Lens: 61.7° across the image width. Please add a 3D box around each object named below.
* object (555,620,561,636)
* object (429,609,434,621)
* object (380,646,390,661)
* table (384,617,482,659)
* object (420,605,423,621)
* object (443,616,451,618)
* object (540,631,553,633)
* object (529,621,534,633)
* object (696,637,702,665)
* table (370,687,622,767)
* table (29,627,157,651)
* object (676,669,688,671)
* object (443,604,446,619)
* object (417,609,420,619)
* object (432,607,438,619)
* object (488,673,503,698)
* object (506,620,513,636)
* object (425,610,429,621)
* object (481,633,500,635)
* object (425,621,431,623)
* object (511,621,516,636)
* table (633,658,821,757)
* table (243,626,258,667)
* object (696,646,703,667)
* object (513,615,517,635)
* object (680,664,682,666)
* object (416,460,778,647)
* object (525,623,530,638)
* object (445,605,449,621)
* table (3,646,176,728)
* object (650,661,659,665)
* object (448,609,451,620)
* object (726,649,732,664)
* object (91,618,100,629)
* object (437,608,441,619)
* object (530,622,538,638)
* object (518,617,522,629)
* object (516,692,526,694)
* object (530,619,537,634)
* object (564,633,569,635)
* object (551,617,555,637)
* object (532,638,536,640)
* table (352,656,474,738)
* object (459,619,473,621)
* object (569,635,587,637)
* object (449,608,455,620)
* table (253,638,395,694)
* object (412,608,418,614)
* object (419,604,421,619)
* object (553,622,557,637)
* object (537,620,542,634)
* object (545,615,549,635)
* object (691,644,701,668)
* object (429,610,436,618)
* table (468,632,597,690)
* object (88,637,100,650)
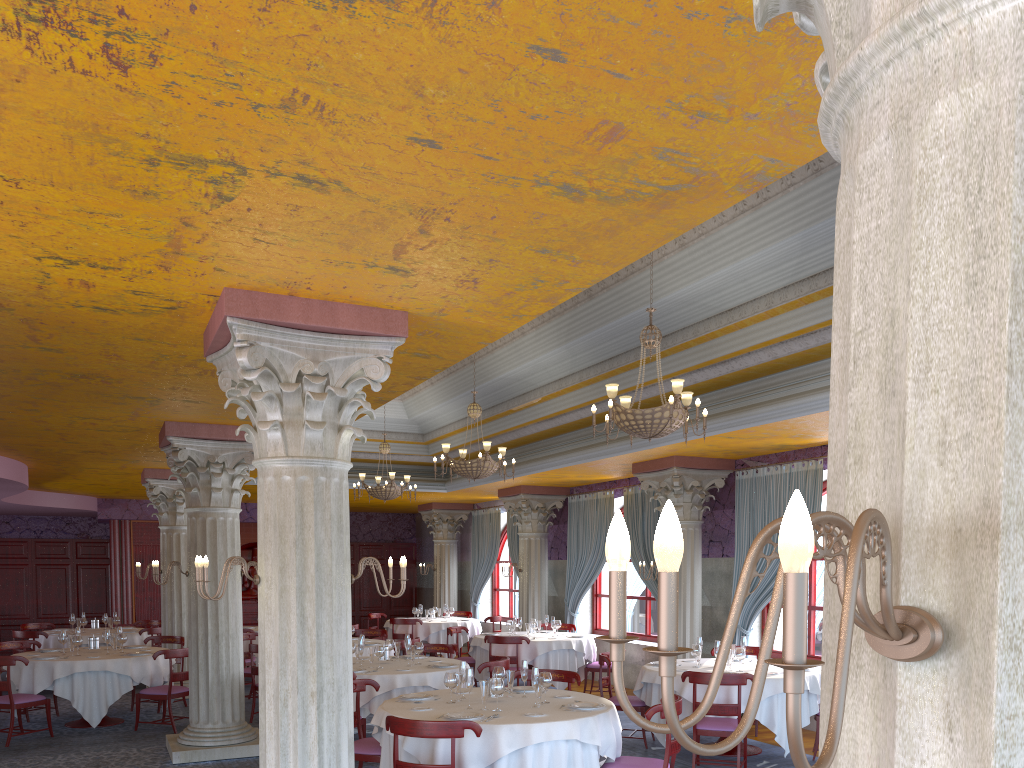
[{"bbox_3d":[0.762,4.073,14.289,0.122,0.265,0.122,0,1,33],"label":"object"},{"bbox_3d":[-1.710,4.907,18.198,0.122,0.265,0.122,0,1,33],"label":"object"},{"bbox_3d":[-1.533,3.197,10.236,0.071,0.212,0.144,2,0,45],"label":"object"},{"bbox_3d":[-1.710,5.612,18.634,2.085,0.953,2.121,4,-10,-24],"label":"table"},{"bbox_3d":[-1.938,4.890,18.286,0.074,0.337,0.073,0,2,11],"label":"object"},{"bbox_3d":[-1.459,5.266,19.327,0.314,0.024,0.318,6,-13,-25],"label":"object"},{"bbox_3d":[0.613,4.347,15.019,0.314,0.024,0.318,6,-13,-25],"label":"object"},{"bbox_3d":[0.336,4.076,14.370,0.071,0.212,0.144,2,0,45],"label":"object"},{"bbox_3d":[2.199,3.134,10.051,0.074,0.337,0.073,0,2,11],"label":"object"},{"bbox_3d":[-0.119,3.198,7.303,2.085,0.953,2.121,4,-10,-24],"label":"table"},{"bbox_3d":[-7.491,4.929,15.406,2.085,0.953,2.121,4,-10,-24],"label":"table"},{"bbox_3d":[1.886,3.182,9.516,0.158,0.009,0.162,1,-12,-6],"label":"object"},{"bbox_3d":[-1.481,5.022,18.904,0.074,0.337,0.073,0,2,11],"label":"object"},{"bbox_3d":[-2.054,5.028,18.702,0.085,0.238,0.085,1,2,44],"label":"object"},{"bbox_3d":[-1.708,5.077,18.996,0.122,0.265,0.122,0,1,-34],"label":"object"},{"bbox_3d":[-0.144,2.581,7.347,0.071,0.212,0.144,2,0,45],"label":"object"},{"bbox_3d":[-0.037,4.073,14.290,0.122,0.265,0.122,0,0,-12],"label":"object"},{"bbox_3d":[-1.813,4.932,18.253,0.085,0.238,0.085,1,2,44],"label":"object"},{"bbox_3d":[-0.362,4.247,14.546,0.315,0.024,0.317,-8,-14,34],"label":"object"},{"bbox_3d":[-1.750,4.952,17.844,0.055,0.019,0.261,-4,-13,23],"label":"object"},{"bbox_3d":[0.017,4.109,14.394,0.086,0.238,0.085,-1,1,-23],"label":"object"},{"bbox_3d":[2.507,3.740,9.862,2.085,0.953,2.121,4,-10,-24],"label":"table"},{"bbox_3d":[-4.269,5.039,15.935,2.085,0.953,2.121,4,-10,-24],"label":"table"},{"bbox_3d":[2.164,3.157,9.930,0.085,0.238,0.085,1,2,44],"label":"object"},{"bbox_3d":[0.052,4.086,14.515,0.074,0.337,0.073,2,3,33],"label":"object"},{"bbox_3d":[1.983,3.294,10.048,0.029,0.011,0.141,-4,-13,21],"label":"object"},{"bbox_3d":[2.963,2.945,12.425,2.093,3.591,29.568,0,-11,-26],"label":"object"},{"bbox_3d":[0.258,4.013,13.946,0.086,0.238,0.085,0,1,-1],"label":"object"},{"bbox_3d":[-1.399,4.907,18.367,0.074,0.337,0.073,0,2,11],"label":"object"},{"bbox_3d":[-5.646,4.110,11.567,2.085,0.953,2.121,4,-10,-24],"label":"table"},{"bbox_3d":[1.784,3.294,10.081,0.314,0.024,0.318,6,-13,-25],"label":"object"},{"bbox_3d":[-1.364,4.983,18.493,0.085,0.238,0.085,1,2,44],"label":"object"},{"bbox_3d":[2.482,3.124,9.905,0.071,0.212,0.144,2,0,45],"label":"object"},{"bbox_3d":[-10.274,3.866,15.646,5.662,1.206,0.350,-1,2,2],"label":"object"},{"bbox_3d":[-1.605,5.079,18.942,0.086,0.238,0.085,0,1,-1],"label":"object"},{"bbox_3d":[0.362,3.988,13.890,0.122,0.265,0.122,0,1,33],"label":"object"},{"bbox_3d":[0.134,3.971,13.978,0.074,0.337,0.073,-1,2,-12],"label":"object"},{"bbox_3d":[0.099,2.816,7.798,0.139,0.011,0.030,-5,-11,22],"label":"object"},{"bbox_3d":[0.363,4.158,14.688,0.122,0.265,0.122,0,1,-34],"label":"object"},{"bbox_3d":[0.928,4.270,14.623,0.159,0.009,0.161,-5,-13,24],"label":"object"},{"bbox_3d":[0.672,3.988,14.059,0.074,0.337,0.073,0,2,11],"label":"object"},{"bbox_3d":[0.321,4.034,13.537,0.055,0.019,0.261,-4,-13,23],"label":"object"},{"bbox_3d":[-1.509,3.814,10.193,2.085,0.953,2.121,4,-10,-24],"label":"table"},{"bbox_3d":[-0.984,5.058,18.353,0.314,0.024,0.318,6,-13,-25],"label":"object"},{"bbox_3d":[1.087,4.139,14.046,0.314,0.024,0.318,6,-13,-25],"label":"object"},{"bbox_3d":[-1.310,4.992,18.596,0.122,0.265,0.122,0,0,-12],"label":"object"},{"bbox_3d":[-2.833,4.402,12.948,2.085,0.953,2.121,4,-10,-24],"label":"table"},{"bbox_3d":[-2.109,4.992,18.598,0.122,0.265,0.122,0,0,-12],"label":"object"},{"bbox_3d":[-2.019,5.005,18.823,0.074,0.337,0.073,0,2,11],"label":"object"},{"bbox_3d":[0.707,4.064,14.186,0.085,0.238,0.085,1,2,44],"label":"object"},{"bbox_3d":[0.466,4.160,14.634,0.086,0.238,0.085,0,1,-1],"label":"object"},{"bbox_3d":[0.591,4.103,14.597,0.074,0.337,0.073,-2,3,-34],"label":"object"},{"bbox_3d":[2.109,3.121,9.825,0.122,0.265,0.122,0,0,-12],"label":"object"},{"bbox_3d":[-1.735,4.995,18.677,0.071,0.212,0.144,2,0,45],"label":"object"},{"bbox_3d":[0.361,4.693,14.326,2.085,0.953,2.121,4,-10,-24],"label":"table"},{"bbox_3d":[-5.671,3.493,11.611,0.071,0.212,0.144,2,0,45],"label":"object"}]
